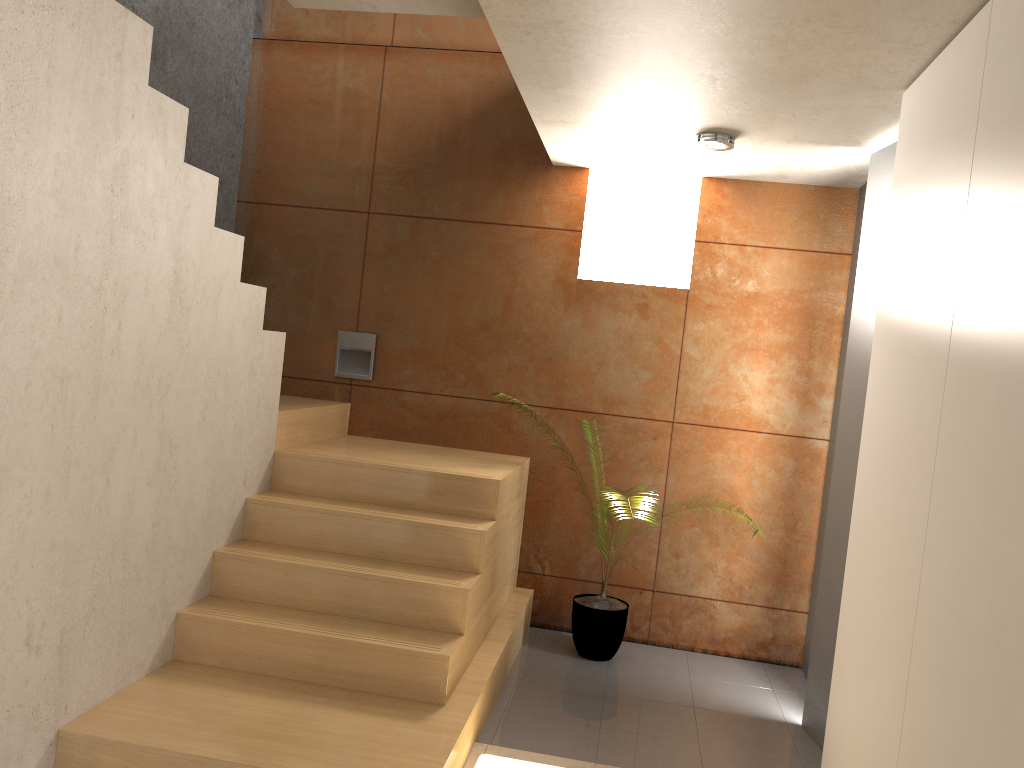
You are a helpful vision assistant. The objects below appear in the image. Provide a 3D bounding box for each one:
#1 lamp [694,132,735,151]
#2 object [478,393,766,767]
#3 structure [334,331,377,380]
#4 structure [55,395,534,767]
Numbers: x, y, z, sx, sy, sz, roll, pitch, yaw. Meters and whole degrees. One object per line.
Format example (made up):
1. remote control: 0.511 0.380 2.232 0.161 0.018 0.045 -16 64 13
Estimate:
1. lamp: 0.894 -1.070 3.915 0.173 0.044 0.173 7 2 13
2. object: -0.324 0.827 2.007 4.200 1.455 6.200 6 2 8
3. structure: -0.878 -0.162 5.037 0.220 0.260 0.096 6 2 8
4. structure: -0.980 0.699 3.823 1.950 1.110 2.400 6 2 8
